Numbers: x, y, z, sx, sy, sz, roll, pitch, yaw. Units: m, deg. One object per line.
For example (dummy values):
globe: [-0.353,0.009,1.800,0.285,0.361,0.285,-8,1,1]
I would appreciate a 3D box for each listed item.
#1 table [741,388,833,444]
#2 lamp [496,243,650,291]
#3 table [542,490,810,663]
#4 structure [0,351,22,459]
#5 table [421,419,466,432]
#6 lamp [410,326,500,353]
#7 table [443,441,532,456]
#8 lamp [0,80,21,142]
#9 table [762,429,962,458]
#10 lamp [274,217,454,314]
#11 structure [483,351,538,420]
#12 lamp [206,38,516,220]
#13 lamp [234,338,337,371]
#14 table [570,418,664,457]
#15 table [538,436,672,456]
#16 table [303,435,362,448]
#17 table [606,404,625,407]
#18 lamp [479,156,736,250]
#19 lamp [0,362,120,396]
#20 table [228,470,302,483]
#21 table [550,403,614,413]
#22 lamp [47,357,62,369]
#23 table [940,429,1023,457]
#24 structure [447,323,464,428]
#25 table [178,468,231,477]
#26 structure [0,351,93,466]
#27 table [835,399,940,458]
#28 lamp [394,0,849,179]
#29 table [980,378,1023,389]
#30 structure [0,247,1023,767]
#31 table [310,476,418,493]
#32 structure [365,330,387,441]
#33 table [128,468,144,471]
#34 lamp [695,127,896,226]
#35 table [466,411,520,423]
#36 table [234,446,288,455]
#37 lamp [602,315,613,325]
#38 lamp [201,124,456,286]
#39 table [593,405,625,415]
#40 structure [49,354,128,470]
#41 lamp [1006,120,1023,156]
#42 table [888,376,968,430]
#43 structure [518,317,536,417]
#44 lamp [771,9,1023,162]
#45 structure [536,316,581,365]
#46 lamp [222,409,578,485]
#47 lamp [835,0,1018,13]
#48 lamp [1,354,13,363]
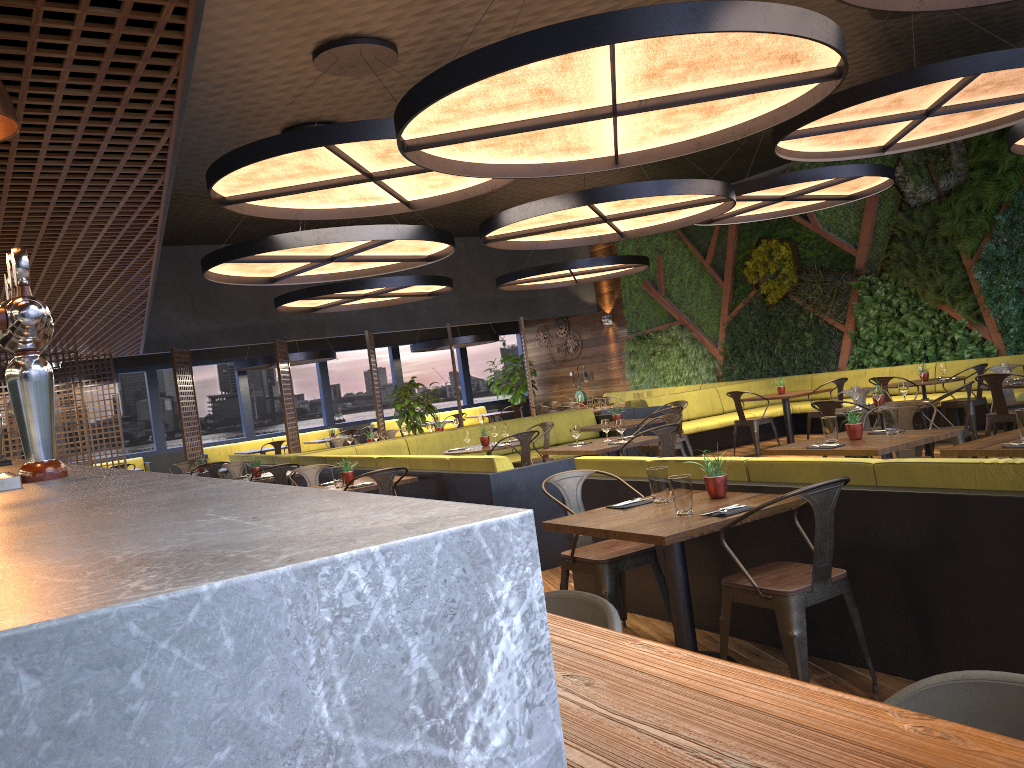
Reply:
table: [3.893,0.515,12.468,0.887,0.763,0.906,-8,0,-32]
lamp: [1.012,-2.587,16.010,2.778,1.362,2.778,-7,0,22]
table: [0.809,0.969,4.193,0.906,0.763,0.887,-8,0,-32]
structure: [-6.726,0.953,11.617,1.319,2.700,0.050,-8,0,-2]
table: [-1.562,1.204,19.142,0.906,0.763,0.887,-8,0,-32]
lamp: [-1.399,-1.905,19.653,1.979,2.172,1.979,-7,0,43]
table: [-0.222,1.075,9.985,1.007,0.760,1.007,-8,0,5]
lamp: [-1.032,-0.776,1.526,0.250,0.673,0.250,-8,0,-45]
table: [2.383,0.751,5.954,0.887,0.763,0.906,-8,0,-32]
lamp: [-2.395,-2.047,13.934,2.778,1.475,2.778,-8,0,-32]
structure: [0.129,0.250,21.629,1.493,2.184,1.272,-8,0,-32]
lamp: [-1.310,-2.337,7.848,2.778,1.159,2.778,-7,0,18]
lamp: [-4.626,-1.463,17.603,1.979,2.172,1.979,-7,0,13]
table: [1.377,0.858,10.871,0.887,0.763,0.906,-8,0,-32]
table: [0.913,0.933,8.335,0.906,0.763,0.887,-8,0,-32]
table: [-3.575,1.478,17.864,0.906,0.763,0.887,-8,0,-32]
table: [2.336,0.705,15.791,0.887,0.763,0.906,-8,0,-32]
lamp: [0.938,-2.467,9.709,2.778,1.475,2.778,-7,0,17]
lamp: [-8.044,-0.998,15.432,1.979,2.172,1.979,-8,0,-26]
table: [-2.781,1.416,9.885,0.887,0.763,0.906,-8,0,-32]
table: [1.399,0.822,17.192,0.887,0.763,0.906,-8,0,-32]
lamp: [-6.921,-0.320,13.455,0.228,0.172,0.228,-8,0,-32]
table: [3.069,0.665,4.858,0.906,0.763,0.887,-8,0,-32]
structure: [-1.072,0.171,17.493,0.050,2.700,0.852,-8,0,-2]
table: [-4.212,1.594,12.167,0.887,0.763,0.906,-8,0,-32]
structure: [-6.772,0.953,12.819,1.319,2.700,0.050,-8,0,-2]
table: [3.510,0.588,8.319,1.007,0.760,1.007,-8,0,-45]
lamp: [0.563,-2.395,5.621,2.778,1.475,2.778,-7,0,22]
table: [5.363,0.338,8.990,1.007,0.760,1.007,-7,0,25]
structure: [-2.914,0.490,3.563,2.700,2.700,9.298,-8,0,-32]
table: [-1.354,1.238,7.599,0.887,0.763,0.906,-8,0,-32]
structure: [-2.497,0.365,16.588,0.050,2.700,0.852,-8,0,-2]
table: [-7.012,1.947,15.676,0.887,0.763,0.906,-8,0,-32]
lamp: [3.591,-3.010,11.949,2.778,1.159,2.778,-8,0,-42]
table: [-0.387,1.044,19.883,0.887,0.763,0.906,-8,0,-32]
table: [-4.748,1.638,17.114,0.887,0.763,0.906,-8,0,-32]
lamp: [2.076,-1.408,19.594,0.189,0.215,0.215,-8,0,-32]
lamp: [-2.104,-2.064,9.932,2.778,1.475,2.778,-8,0,-28]
table: [1.554,0.811,15.294,0.887,0.763,0.906,-8,0,-32]
structure: [-6.818,0.953,14.022,1.319,2.700,0.050,-8,0,-2]
lamp: [6.214,-3.238,8.433,2.778,1.362,2.778,-7,0,27]
table: [5.230,0.344,11.184,1.007,0.760,1.007,-7,0,25]
structure: [0.354,-0.023,18.399,0.050,2.700,0.852,-8,0,-2]
lamp: [3.781,-3.015,8.223,2.778,1.159,2.778,-7,0,35]
structure: [1.089,-1.046,21.333,0.058,1.178,1.791,-8,0,-32]
lamp: [-3.590,0.529,11.811,9.057,2.714,3.017,-8,0,-32]
lamp: [2.721,-2.852,3.999,2.778,1.159,2.778,-8,0,3]
lamp: [-6.902,-0.316,12.219,0.228,0.172,0.228,-8,0,-32]
